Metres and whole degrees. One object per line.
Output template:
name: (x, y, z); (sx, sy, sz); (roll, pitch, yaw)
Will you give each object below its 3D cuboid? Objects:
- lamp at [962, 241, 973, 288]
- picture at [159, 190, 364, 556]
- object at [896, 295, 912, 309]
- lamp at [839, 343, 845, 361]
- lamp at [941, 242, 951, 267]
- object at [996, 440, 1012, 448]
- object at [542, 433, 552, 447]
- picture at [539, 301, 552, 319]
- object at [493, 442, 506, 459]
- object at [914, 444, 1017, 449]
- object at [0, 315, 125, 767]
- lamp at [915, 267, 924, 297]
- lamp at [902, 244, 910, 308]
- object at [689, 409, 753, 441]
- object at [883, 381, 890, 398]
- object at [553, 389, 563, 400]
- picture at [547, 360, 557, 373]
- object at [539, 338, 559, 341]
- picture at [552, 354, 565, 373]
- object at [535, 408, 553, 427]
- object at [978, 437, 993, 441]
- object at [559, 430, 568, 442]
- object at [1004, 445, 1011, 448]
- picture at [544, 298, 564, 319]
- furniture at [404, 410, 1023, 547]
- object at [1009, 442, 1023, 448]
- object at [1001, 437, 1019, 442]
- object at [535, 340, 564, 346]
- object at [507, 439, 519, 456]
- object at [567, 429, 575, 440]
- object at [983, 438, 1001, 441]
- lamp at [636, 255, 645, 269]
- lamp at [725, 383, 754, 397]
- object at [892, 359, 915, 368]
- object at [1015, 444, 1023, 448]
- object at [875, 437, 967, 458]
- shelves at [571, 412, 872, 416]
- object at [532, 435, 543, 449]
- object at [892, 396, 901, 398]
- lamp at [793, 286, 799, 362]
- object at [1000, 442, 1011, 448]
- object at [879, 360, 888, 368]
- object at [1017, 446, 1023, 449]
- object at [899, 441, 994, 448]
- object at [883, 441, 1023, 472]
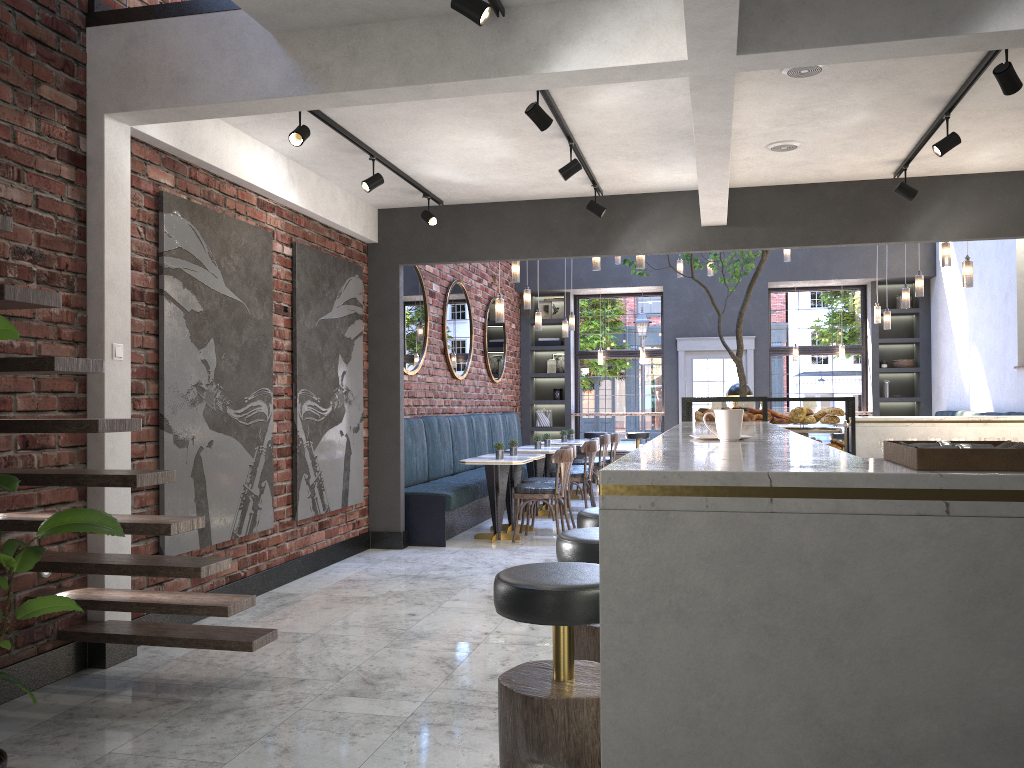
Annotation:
lamp: (3.783, -2.859, 7.414); (0.078, 4.104, 0.078); (0, -1, -2)
picture: (-1.612, -0.026, 6.257); (0.033, 2.027, 2.821); (-1, -1, 13)
object: (5.725, -1.187, 12.943); (0.214, 0.215, 0.213); (-1, -1, 22)
lamp: (4.873, -1.060, 13.103); (0.078, 1.429, 0.078); (-1, -1, 43)
lamp: (3.938, -3.120, 8.099); (0.078, 4.104, 0.078); (0, -1, -2)
object: (0.848, 0.119, 1.697); (0.192, 0.024, 0.025); (-1, -1, 13)
object: (0.422, 0.668, 10.630); (0.118, 0.165, 0.122); (0, -1, -9)
picture: (0.527, -1.173, 14.257); (0.230, 0.313, 0.061); (-1, -1, 13)
object: (-0.117, 0.620, 8.289); (0.118, 0.165, 0.122); (0, -1, -9)
object: (0.814, 0.127, 1.592); (0.175, 0.039, 0.056); (-1, -1, 13)
object: (-1.676, 0.505, 2.405); (0.665, 1.653, 0.973); (-1, -1, 38)
lamp: (4.185, -2.953, 9.164); (0.078, 4.104, 0.078); (0, -1, -25)
lamp: (4.337, -2.892, 9.819); (0.078, 4.104, 0.078); (0, -1, -25)
object: (0.664, 0.129, 2.796); (0.176, 0.097, 0.301); (0, -1, 4)
object: (5.448, 0.076, 12.907); (0.098, 0.248, 0.098); (0, -1, -38)
object: (0.728, 0.165, 14.023); (0.152, 0.181, 0.152); (0, -1, -39)
picture: (0.638, -0.275, 14.241); (0.161, 0.227, 0.049); (-1, -1, 13)
object: (0.588, -0.699, 14.085); (0.327, 0.039, 0.227); (0, -1, 3)
picture: (0.769, -0.326, 14.237); (0.247, 0.326, 0.044); (-1, -1, 13)
object: (0.506, 0.522, 14.085); (0.250, 0.323, 0.241); (-1, -1, 13)
object: (3.347, 0.451, 6.255); (0.114, 0.147, 0.114); (-1, -1, 18)
object: (0.691, 0.692, 11.797); (0.118, 0.165, 0.122); (0, -1, -9)
object: (0.848, 0.128, 1.697); (0.192, 0.024, 0.025); (-1, -1, 13)
picture: (0.695, -1.200, 14.254); (0.361, 0.369, 0.055); (-1, -1, 13)
furniture: (2.294, 0.897, 9.942); (6.021, 1.151, 5.341); (-1, -1, 13)
object: (0.833, 0.118, 1.632); (0.192, 0.024, 0.025); (-1, -1, 13)
object: (3.495, 0.449, 6.222); (0.114, 0.147, 0.114); (-1, -1, 18)
object: (0.590, -0.638, 14.072); (0.412, 0.084, 0.286); (-1, -1, 13)
object: (0.013, 0.632, 8.856); (0.118, 0.165, 0.122); (0, -1, -9)
object: (0.822, 0.704, 12.364); (0.118, 0.165, 0.122); (0, -1, -9)
object: (3.318, 0.449, 6.127); (0.114, 0.147, 0.114); (-1, -1, 18)
lamp: (1.139, -3.090, 7.973); (0.078, 4.104, 0.078); (-1, -1, 43)
lamp: (1.108, -1.271, 6.656); (4.182, 3.256, 8.836); (0, -1, -4)
object: (5.708, -0.291, 12.922); (0.305, 0.123, 0.305); (-1, -1, 34)
object: (0.833, 0.122, 1.632); (0.192, 0.024, 0.025); (-1, -1, 13)
object: (2.908, 0.456, 6.319); (0.575, 0.147, 0.256); (-1, -1, 13)
shelves: (3.109, 0.456, 13.499); (4.403, 0.043, 0.384); (-1, -1, 13)
object: (0.292, 0.657, 10.063); (0.118, 0.165, 0.122); (0, -1, -9)
object: (5.575, 0.185, 12.849); (0.130, 0.026, 0.130); (0, -1, -4)
lamp: (4.232, -1.052, 13.251); (0.078, 1.429, 0.078); (0, -1, -25)
object: (0.848, 0.124, 1.697); (0.192, 0.024, 0.025); (-1, -1, 13)
object: (5.433, -0.286, 12.961); (0.116, 0.119, 0.117); (0, -1, -11)
object: (0.833, 0.126, 1.632); (0.192, 0.024, 0.025); (-1, -1, 13)
object: (0.846, 0.130, 1.733); (0.175, 0.039, 0.056); (-1, -1, 13)
object: (0.830, 0.129, 1.620); (0.231, 0.038, 0.307); (-1, -1, 13)
